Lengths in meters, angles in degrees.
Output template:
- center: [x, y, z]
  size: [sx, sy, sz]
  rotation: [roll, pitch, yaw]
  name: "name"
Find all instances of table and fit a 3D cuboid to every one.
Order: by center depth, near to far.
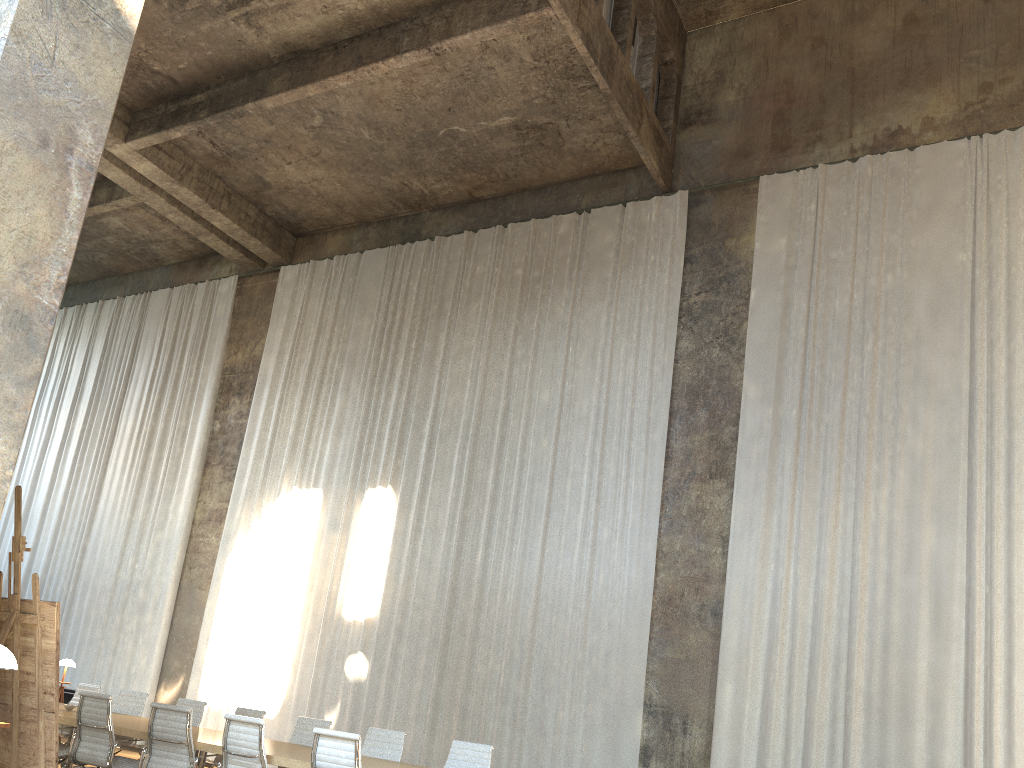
- center: [-3.547, 3.671, 8.455]
  size: [7.718, 0.734, 1.658]
  rotation: [-5, -23, 30]
  name: "table"

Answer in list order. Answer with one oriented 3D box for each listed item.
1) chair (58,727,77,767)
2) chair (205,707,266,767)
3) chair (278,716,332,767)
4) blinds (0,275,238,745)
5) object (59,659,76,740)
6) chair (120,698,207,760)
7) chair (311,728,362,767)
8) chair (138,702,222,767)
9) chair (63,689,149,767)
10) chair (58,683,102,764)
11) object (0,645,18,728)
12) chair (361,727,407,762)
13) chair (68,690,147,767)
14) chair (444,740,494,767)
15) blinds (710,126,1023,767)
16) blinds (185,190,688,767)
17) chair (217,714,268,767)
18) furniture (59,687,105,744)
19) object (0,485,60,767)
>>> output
- center: [-4.282, 3.300, 8.101]
  size: [0.669, 0.990, 0.720]
  rotation: [-5, -21, 38]
  name: "chair"
- center: [-2.934, 3.781, 8.878]
  size: [0.669, 0.990, 0.720]
  rotation: [-5, -21, 38]
  name: "chair"
- center: [-2.152, 3.717, 8.434]
  size: [0.668, 0.990, 0.721]
  rotation: [-4, -20, 35]
  name: "chair"
- center: [-8.998, 2.214, 17.411]
  size: [7.835, 8.356, 0.284]
  rotation: [-2, -17, 29]
  name: "blinds"
- center: [-6.472, 4.483, 12.290]
  size: [0.578, 1.253, 0.672]
  rotation: [15, -17, -24]
  name: "object"
- center: [-3.698, 3.847, 9.317]
  size: [0.668, 0.990, 0.721]
  rotation: [-4, -20, 35]
  name: "chair"
- center: [-1.195, 3.055, 6.377]
  size: [0.668, 0.990, 0.721]
  rotation: [-4, -20, 35]
  name: "chair"
- center: [-2.710, 3.164, 7.194]
  size: [0.666, 0.990, 0.723]
  rotation: [-2, -19, 29]
  name: "chair"
- center: [-4.513, 3.910, 9.770]
  size: [0.666, 0.990, 0.723]
  rotation: [-2, -19, 29]
  name: "chair"
- center: [-5.257, 3.973, 10.195]
  size: [0.669, 0.990, 0.720]
  rotation: [-5, -21, 38]
  name: "chair"
- center: [-2.362, 1.671, 3.534]
  size: [0.659, 1.253, 0.590]
  rotation: [-2, -18, 30]
  name: "object"
- center: [-1.353, 3.651, 7.980]
  size: [0.667, 0.990, 0.722]
  rotation: [-3, -20, 33]
  name: "chair"
- center: [-3.518, 3.234, 7.662]
  size: [0.668, 0.990, 0.721]
  rotation: [-4, -20, 35]
  name: "chair"
- center: [-1.943, 2.495, 5.168]
  size: [31.520, 0.997, 13.419]
  rotation: [-5, -24, 29]
  name: "chair"
- center: [6.045, 0.949, 8.819]
  size: [7.841, 8.355, 0.283]
  rotation: [-3, -18, 31]
  name: "blinds"
- center: [-1.465, 1.580, 13.109]
  size: [7.841, 8.355, 0.283]
  rotation: [-3, -18, 31]
  name: "blinds"
- center: [-1.962, 3.105, 6.776]
  size: [0.669, 0.990, 0.720]
  rotation: [-5, -21, 38]
  name: "chair"
- center: [-7.490, 5.252, 14.063]
  size: [1.873, 0.814, 0.733]
  rotation: [-4, -21, 30]
  name: "furniture"
- center: [-2.666, 1.624, 4.614]
  size: [0.702, 2.073, 0.707]
  rotation: [-1, -17, 29]
  name: "object"
